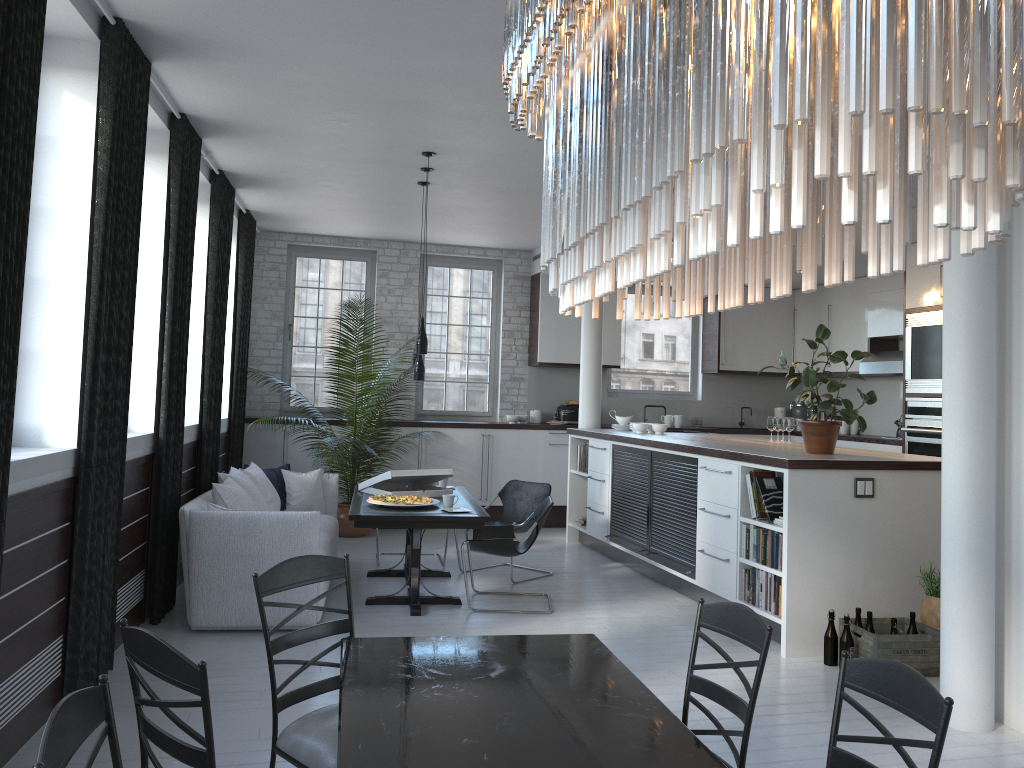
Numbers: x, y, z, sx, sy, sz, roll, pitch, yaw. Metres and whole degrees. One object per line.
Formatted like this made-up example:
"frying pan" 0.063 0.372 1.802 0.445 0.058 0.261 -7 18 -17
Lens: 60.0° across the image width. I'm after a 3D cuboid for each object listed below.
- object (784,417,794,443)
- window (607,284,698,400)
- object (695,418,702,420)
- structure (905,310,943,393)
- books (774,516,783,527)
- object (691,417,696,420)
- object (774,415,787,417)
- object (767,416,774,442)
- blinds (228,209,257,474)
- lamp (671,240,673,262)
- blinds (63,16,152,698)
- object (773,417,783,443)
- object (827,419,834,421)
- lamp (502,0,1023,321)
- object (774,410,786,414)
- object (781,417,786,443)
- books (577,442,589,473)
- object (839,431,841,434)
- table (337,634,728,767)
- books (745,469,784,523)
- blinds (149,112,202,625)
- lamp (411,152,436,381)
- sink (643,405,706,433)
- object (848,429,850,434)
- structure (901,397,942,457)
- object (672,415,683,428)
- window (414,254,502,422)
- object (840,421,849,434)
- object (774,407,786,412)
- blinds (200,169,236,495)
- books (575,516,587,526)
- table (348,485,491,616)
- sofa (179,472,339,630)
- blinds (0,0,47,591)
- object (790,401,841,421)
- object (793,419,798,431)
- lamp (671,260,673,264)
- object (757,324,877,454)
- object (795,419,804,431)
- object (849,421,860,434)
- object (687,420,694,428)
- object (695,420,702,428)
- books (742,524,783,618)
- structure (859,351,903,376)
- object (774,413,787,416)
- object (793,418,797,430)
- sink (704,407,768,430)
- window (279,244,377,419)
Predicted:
"object" 2.368 0.397 7.570 0.082 0.223 0.082 3 -3 -21
"window" 1.805 -0.542 11.411 1.298 1.461 0.133 2 -3 -15
"object" 2.328 0.471 11.063 0.094 0.098 0.094 2 -2 2
"structure" 4.114 -0.256 7.548 0.956 0.705 1.031 2 -1 -15
"books" 1.811 0.871 5.605 0.272 0.054 0.204 2 -1 -19
"object" 2.301 0.471 11.163 0.094 0.098 0.094 3 -2 -32
"object" 3.496 0.437 11.538 0.153 0.060 0.153 2 -1 -15
"object" 2.247 0.394 7.671 0.082 0.223 0.082 1 -3 22
"blinds" -2.797 -0.094 9.118 0.102 3.320 0.622 2 -3 -9
"lamp" 1.409 -1.204 8.187 0.183 0.239 0.183 2 -2 -12
"blinds" -2.051 -0.123 4.515 0.102 3.320 0.622 2 -3 -9
"object" 2.272 0.394 7.572 0.082 0.223 0.082 3 -3 -24
"object" 2.571 0.399 7.172 0.082 0.223 0.082 2 -3 -1
"lamp" 0.281 -0.935 1.223 0.440 1.629 1.271 2 -2 -10
"object" 3.494 0.371 11.537 0.153 0.067 0.152 1 -1 31
"object" 2.342 0.397 7.659 0.082 0.223 0.082 3 -3 -25
"books" 0.855 0.749 9.140 0.253 0.324 0.509 2 -1 -15
"object" 3.938 0.521 10.707 0.138 0.152 0.108 2 -2 7
"table" 0.027 1.218 2.087 0.891 0.698 1.994 2 -1 -10
"books" 1.703 0.735 5.853 0.186 0.329 0.323 3 -2 -15
"blinds" -2.276 -0.113 6.010 0.099 3.320 0.622 2 -3 -9
"lamp" -0.706 -0.954 7.027 0.114 1.856 1.054 2 -2 -8
"sink" 1.664 0.489 9.384 0.648 0.520 0.546 2 -2 -15
"object" 4.061 0.525 10.743 0.109 0.152 0.138 4 -3 -43
"structure" 4.028 0.647 7.486 1.024 1.029 1.048 2 -2 -15
"object" 2.024 0.459 10.806 0.109 0.152 0.138 0 -2 36
"window" -1.373 -0.843 15.229 8.132 6.081 9.137 2 -1 -15
"object" 3.969 0.520 10.603 0.109 0.152 0.138 2 -2 0
"object" 3.494 0.340 11.542 0.153 0.070 0.152 1 -1 31
"blinds" -2.525 -0.103 7.565 0.111 3.320 0.738 2 -3 -9
"books" 0.866 1.302 9.137 0.293 0.324 0.472 2 -2 -18
"table" -0.772 1.245 6.910 0.958 0.704 1.915 2 -1 -9
"sofa" -1.827 1.174 6.719 0.920 0.772 2.654 2 -1 -8
"blinds" -1.797 -0.133 2.995 0.088 3.320 0.622 2 -3 -9
"object" 3.868 0.413 11.259 0.243 0.375 0.874 3 -1 -19
"object" 3.520 0.513 11.274 0.134 0.152 0.250 2 -1 -13
"lamp" 1.826 -1.287 9.387 0.328 0.025 0.328 2 -1 -40
"object" 2.107 0.033 6.107 0.775 0.892 0.436 0 -3 43
"object" 3.650 0.517 11.221 0.109 0.152 0.138 2 -2 -16
"object" 4.107 0.525 10.618 0.138 0.152 0.109 2 -2 -8
"object" 2.224 0.497 11.037 0.094 0.098 0.094 3 -2 -32
"object" 2.327 0.501 11.061 0.094 0.098 0.094 2 -2 2
"books" 1.848 1.061 5.767 0.492 0.799 0.540 3 -2 -15
"structure" 4.263 -0.227 9.451 0.522 0.250 1.041 2 -1 -15
"object" 3.494 0.402 11.538 0.153 0.076 0.154 2 -1 6
"object" 3.633 0.518 11.363 0.109 0.152 0.138 0 -3 39
"sink" 2.935 0.498 11.231 0.915 0.414 0.433 2 -2 -15
"window" -2.140 -0.605 10.347 1.033 1.995 0.133 3 -3 -15
